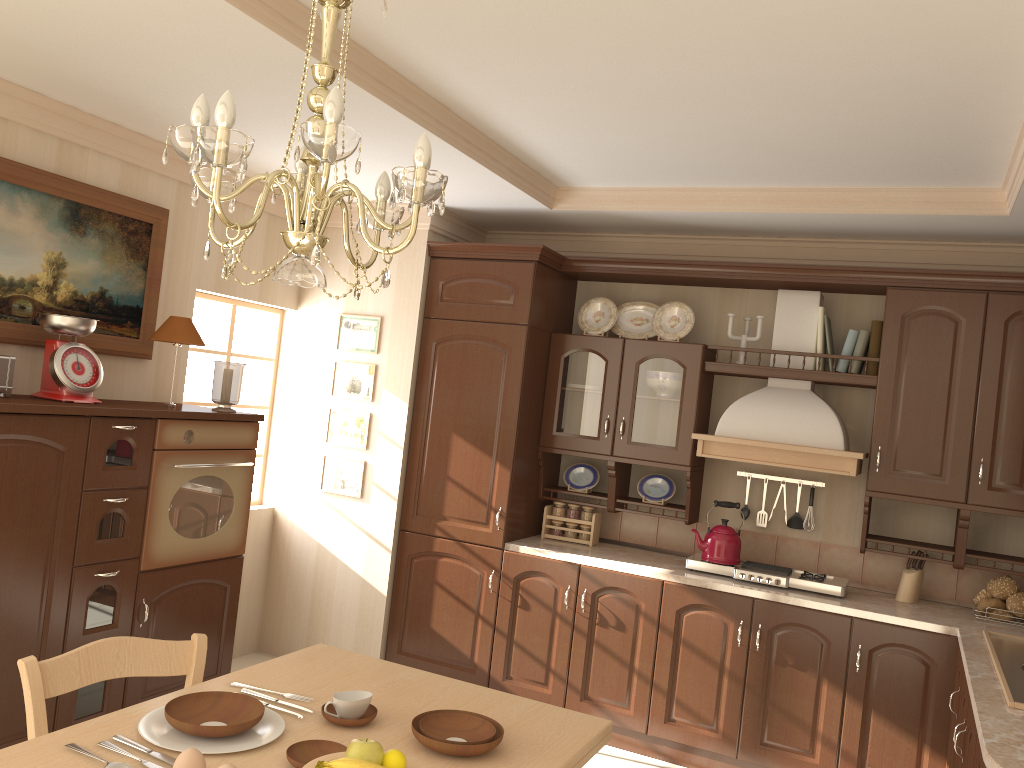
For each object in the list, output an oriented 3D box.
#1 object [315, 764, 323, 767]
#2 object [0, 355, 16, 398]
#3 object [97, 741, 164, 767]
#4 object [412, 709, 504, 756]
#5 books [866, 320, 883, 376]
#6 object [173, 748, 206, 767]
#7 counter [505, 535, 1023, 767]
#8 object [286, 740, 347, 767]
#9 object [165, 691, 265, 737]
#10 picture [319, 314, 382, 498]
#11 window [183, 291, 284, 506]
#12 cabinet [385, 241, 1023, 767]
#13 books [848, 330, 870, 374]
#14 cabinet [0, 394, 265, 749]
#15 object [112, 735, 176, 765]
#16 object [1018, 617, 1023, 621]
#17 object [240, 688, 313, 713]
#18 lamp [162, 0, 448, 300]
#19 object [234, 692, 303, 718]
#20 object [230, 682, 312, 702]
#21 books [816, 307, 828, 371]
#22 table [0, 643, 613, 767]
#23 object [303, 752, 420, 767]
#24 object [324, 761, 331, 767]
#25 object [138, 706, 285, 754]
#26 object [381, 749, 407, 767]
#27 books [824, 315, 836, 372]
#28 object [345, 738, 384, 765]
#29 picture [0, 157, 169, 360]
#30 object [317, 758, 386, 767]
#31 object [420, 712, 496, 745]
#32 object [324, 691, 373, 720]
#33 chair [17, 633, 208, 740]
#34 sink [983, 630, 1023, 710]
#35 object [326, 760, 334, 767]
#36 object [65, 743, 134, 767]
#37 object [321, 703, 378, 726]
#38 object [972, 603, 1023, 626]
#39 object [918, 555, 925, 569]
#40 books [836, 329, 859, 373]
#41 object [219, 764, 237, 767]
[{"bbox_3d":[-0.248,0.700,1.513,0.176,0.094,0.064,7,-1,-28],"label":"object"},{"bbox_3d":[-1.931,-0.043,3.048,0.192,0.150,0.360,6,-1,25],"label":"object"},{"bbox_3d":[-0.722,0.719,1.702,0.216,0.004,0.022,6,-1,30],"label":"object"},{"bbox_3d":[-0.121,0.772,1.945,0.204,0.042,0.204,7,-1,-26],"label":"object"},{"bbox_3d":[1.704,-0.158,4.156,0.052,0.254,0.205,6,-1,25],"label":"books"},{"bbox_3d":[-0.560,0.683,1.534,0.058,0.104,0.058,6,-1,3],"label":"object"},{"bbox_3d":[0.881,0.886,3.269,2.603,0.034,2.422,6,-1,25],"label":"counter"},{"bbox_3d":[-0.386,0.747,1.767,0.126,0.026,0.127,7,-1,-10],"label":"object"},{"bbox_3d":[-0.634,0.711,1.890,0.204,0.042,0.204,6,-1,25],"label":"object"},{"bbox_3d":[-0.866,0.111,4.748,0.268,0.964,0.010,6,-1,25],"label":"picture"},{"bbox_3d":[-1.522,0.105,4.633,0.050,1.100,0.765,6,-1,25],"label":"window"},{"bbox_3d":[0.651,0.522,3.411,3.226,2.313,2.436,6,-1,25],"label":"cabinet"},{"bbox_3d":[1.641,-0.142,4.181,0.080,0.209,0.205,6,-1,25],"label":"books"},{"bbox_3d":[-1.721,0.742,3.422,0.538,1.349,1.513,6,-1,25],"label":"cabinet"},{"bbox_3d":[-0.702,0.720,1.732,0.221,0.008,0.023,6,-1,30],"label":"object"},{"bbox_3d":[2.218,0.976,3.806,0.114,0.094,0.098,6,-1,5],"label":"object"},{"bbox_3d":[-0.550,0.743,2.080,0.212,0.008,0.018,6,-1,24],"label":"object"},{"bbox_3d":[-0.340,-0.665,1.651,0.501,0.982,0.502,6,-1,-5],"label":"lamp"},{"bbox_3d":[-0.564,0.741,2.044,0.218,0.008,0.022,6,-1,27],"label":"object"},{"bbox_3d":[-0.580,0.743,2.138,0.218,0.004,0.028,6,-1,15],"label":"object"},{"bbox_3d":[1.490,-0.207,4.263,0.042,0.305,0.194,6,-1,25],"label":"books"},{"bbox_3d":[-0.522,1.133,1.681,0.900,0.774,1.567,6,-1,25],"label":"table"},{"bbox_3d":[-0.265,0.733,1.576,0.235,0.068,0.235,7,-1,-18],"label":"object"},{"bbox_3d":[-0.315,0.716,1.596,0.074,0.076,0.072,6,-1,0],"label":"object"},{"bbox_3d":[-0.637,0.729,1.889,0.299,0.009,0.299,6,-1,23],"label":"object"},{"bbox_3d":[-0.213,0.685,1.602,0.047,0.046,0.054,7,-1,-24],"label":"object"},{"bbox_3d":[1.526,-0.185,4.253,0.068,0.271,0.194,6,-1,25],"label":"books"},{"bbox_3d":[-0.265,0.671,1.596,0.068,0.061,0.069,6,-1,41],"label":"object"},{"bbox_3d":[-1.796,-0.480,3.568,0.036,0.687,0.990,6,-1,25],"label":"picture"},{"bbox_3d":[-0.242,0.683,1.533,0.184,0.085,0.066,7,-1,-27],"label":"object"},{"bbox_3d":[-0.120,0.768,1.943,0.168,0.034,0.168,6,-1,36],"label":"object"},{"bbox_3d":[-0.373,0.736,2.012,0.119,0.055,0.063,7,-1,-36],"label":"object"},{"bbox_3d":[-0.848,1.069,2.035,0.517,0.846,0.462,6,-1,42],"label":"chair"},{"bbox_3d":[1.837,0.901,2.905,0.448,0.348,1.077,6,-1,25],"label":"sink"},{"bbox_3d":[-0.307,0.684,1.548,0.045,0.053,0.051,6,-1,13],"label":"object"},{"bbox_3d":[-0.779,0.709,1.673,0.219,0.011,0.047,6,-1,34],"label":"object"},{"bbox_3d":[-0.371,0.753,2.016,0.127,0.026,0.126,7,-1,-38],"label":"object"},{"bbox_3d":[2.174,0.994,3.793,0.364,0.060,0.199,6,-1,25],"label":"object"},{"bbox_3d":[1.864,0.855,4.061,0.051,0.158,0.016,7,-1,-12],"label":"object"},{"bbox_3d":[1.599,-0.147,4.210,0.086,0.209,0.205,6,-1,25],"label":"books"},{"bbox_3d":[-0.483,0.690,1.489,0.058,0.104,0.058,6,-1,3],"label":"object"}]
